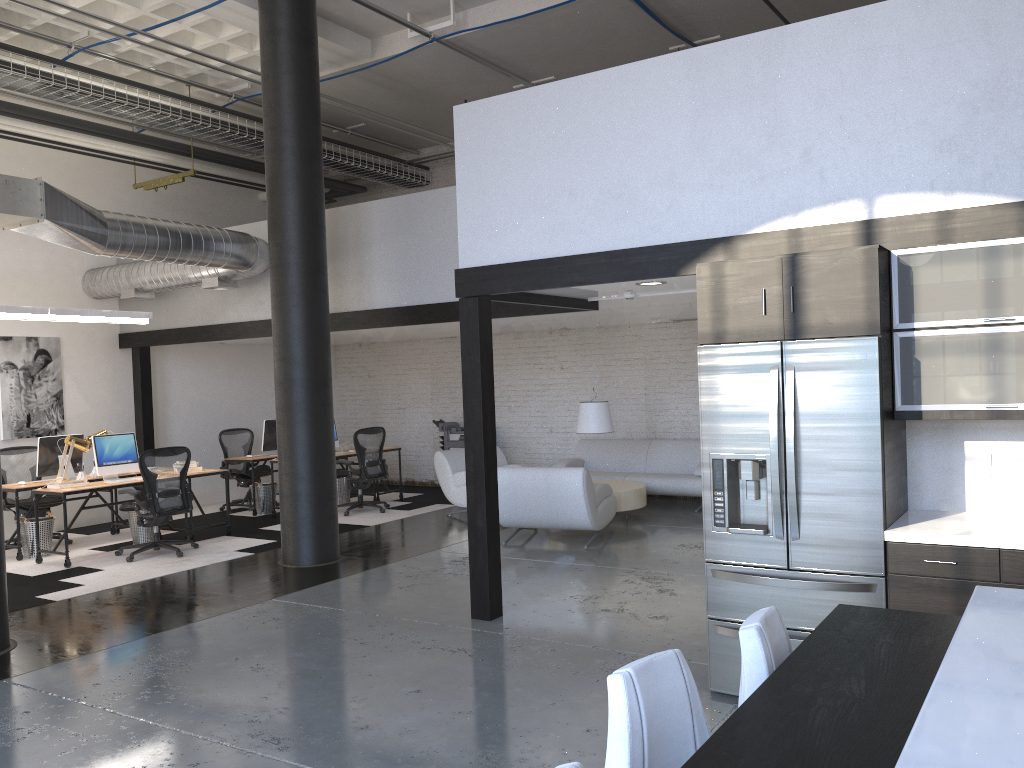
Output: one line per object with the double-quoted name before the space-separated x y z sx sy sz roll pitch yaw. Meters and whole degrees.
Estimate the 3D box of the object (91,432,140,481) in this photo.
"object" -4.136 0.761 9.242 0.190 0.485 0.483 -1 1 33

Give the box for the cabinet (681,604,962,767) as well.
"cabinet" 0.933 1.185 1.390 1.370 0.911 2.690 -2 1 33

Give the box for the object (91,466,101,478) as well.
"object" -4.483 0.951 9.563 0.101 0.127 0.101 -2 1 -12

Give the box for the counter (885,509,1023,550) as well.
"counter" 2.255 0.667 4.049 0.919 0.047 0.676 -2 1 33

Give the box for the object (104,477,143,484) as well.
"object" -3.954 0.988 9.106 0.118 0.018 0.438 -2 1 33

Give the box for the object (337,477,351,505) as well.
"object" -2.332 1.424 11.997 0.353 0.435 0.358 -2 1 29

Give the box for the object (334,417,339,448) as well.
"object" -2.502 0.682 11.682 0.190 0.485 0.483 -1 1 33

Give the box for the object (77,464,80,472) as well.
"object" -4.371 0.909 8.981 0.054 0.207 0.008 -2 1 -2

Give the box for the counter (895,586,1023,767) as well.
"counter" 1.210 0.677 1.477 0.977 0.095 2.292 -2 1 33

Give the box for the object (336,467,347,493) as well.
"object" -2.625 1.423 12.619 0.544 0.455 0.221 -2 1 33

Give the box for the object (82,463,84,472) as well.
"object" -4.363 0.908 9.008 0.008 0.207 0.054 -2 1 16

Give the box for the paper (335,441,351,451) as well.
"paper" -2.362 0.872 12.416 0.083 0.082 1.134 -2 0 -3

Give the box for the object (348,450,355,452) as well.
"object" -2.138 0.894 11.818 0.106 0.029 0.059 -2 1 34

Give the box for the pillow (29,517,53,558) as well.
"pillow" -4.772 1.551 8.979 0.119 0.406 0.239 -1 1 33

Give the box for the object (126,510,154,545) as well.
"object" -3.966 1.503 9.557 0.353 0.435 0.358 -2 1 29

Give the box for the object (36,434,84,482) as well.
"object" -4.722 0.782 9.307 0.190 0.485 0.483 -1 1 33

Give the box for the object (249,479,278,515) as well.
"object" -3.202 1.460 11.466 0.353 0.435 0.358 -2 1 29

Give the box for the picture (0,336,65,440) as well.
"picture" -5.639 0.038 10.405 0.049 1.183 0.731 -1 1 33

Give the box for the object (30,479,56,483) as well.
"object" -4.887 1.021 9.453 0.118 0.018 0.438 -2 1 33

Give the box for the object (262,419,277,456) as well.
"object" -3.088 0.703 11.746 0.190 0.485 0.483 -1 1 33

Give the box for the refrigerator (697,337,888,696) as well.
"refrigerator" 1.503 0.675 4.523 0.853 1.773 0.820 -1 1 33

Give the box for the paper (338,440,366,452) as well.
"paper" -2.222 0.867 12.325 0.083 0.082 1.134 -2 0 7

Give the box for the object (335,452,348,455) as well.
"object" -2.320 0.909 11.545 0.118 0.018 0.438 -2 1 33

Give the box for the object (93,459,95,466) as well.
"object" -4.486 0.909 9.546 0.008 0.207 0.054 -2 1 16

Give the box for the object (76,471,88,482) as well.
"object" -4.362 0.951 8.994 0.101 0.127 0.101 -2 1 -12

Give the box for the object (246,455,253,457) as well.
"object" -3.436 0.944 11.621 0.106 0.029 0.059 -2 1 34

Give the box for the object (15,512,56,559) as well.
"object" -4.836 1.539 9.026 0.353 0.435 0.358 -2 1 29

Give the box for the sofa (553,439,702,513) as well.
"sofa" 1.608 1.117 11.157 2.137 0.777 1.015 -2 1 33

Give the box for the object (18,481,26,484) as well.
"object" -5.070 1.023 9.181 0.106 0.029 0.059 -2 1 34

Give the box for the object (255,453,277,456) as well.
"object" -3.253 0.942 11.893 0.118 0.018 0.438 -2 1 33

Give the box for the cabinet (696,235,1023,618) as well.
"cabinet" 1.969 0.438 2.111 4.276 2.316 4.229 -2 1 33
